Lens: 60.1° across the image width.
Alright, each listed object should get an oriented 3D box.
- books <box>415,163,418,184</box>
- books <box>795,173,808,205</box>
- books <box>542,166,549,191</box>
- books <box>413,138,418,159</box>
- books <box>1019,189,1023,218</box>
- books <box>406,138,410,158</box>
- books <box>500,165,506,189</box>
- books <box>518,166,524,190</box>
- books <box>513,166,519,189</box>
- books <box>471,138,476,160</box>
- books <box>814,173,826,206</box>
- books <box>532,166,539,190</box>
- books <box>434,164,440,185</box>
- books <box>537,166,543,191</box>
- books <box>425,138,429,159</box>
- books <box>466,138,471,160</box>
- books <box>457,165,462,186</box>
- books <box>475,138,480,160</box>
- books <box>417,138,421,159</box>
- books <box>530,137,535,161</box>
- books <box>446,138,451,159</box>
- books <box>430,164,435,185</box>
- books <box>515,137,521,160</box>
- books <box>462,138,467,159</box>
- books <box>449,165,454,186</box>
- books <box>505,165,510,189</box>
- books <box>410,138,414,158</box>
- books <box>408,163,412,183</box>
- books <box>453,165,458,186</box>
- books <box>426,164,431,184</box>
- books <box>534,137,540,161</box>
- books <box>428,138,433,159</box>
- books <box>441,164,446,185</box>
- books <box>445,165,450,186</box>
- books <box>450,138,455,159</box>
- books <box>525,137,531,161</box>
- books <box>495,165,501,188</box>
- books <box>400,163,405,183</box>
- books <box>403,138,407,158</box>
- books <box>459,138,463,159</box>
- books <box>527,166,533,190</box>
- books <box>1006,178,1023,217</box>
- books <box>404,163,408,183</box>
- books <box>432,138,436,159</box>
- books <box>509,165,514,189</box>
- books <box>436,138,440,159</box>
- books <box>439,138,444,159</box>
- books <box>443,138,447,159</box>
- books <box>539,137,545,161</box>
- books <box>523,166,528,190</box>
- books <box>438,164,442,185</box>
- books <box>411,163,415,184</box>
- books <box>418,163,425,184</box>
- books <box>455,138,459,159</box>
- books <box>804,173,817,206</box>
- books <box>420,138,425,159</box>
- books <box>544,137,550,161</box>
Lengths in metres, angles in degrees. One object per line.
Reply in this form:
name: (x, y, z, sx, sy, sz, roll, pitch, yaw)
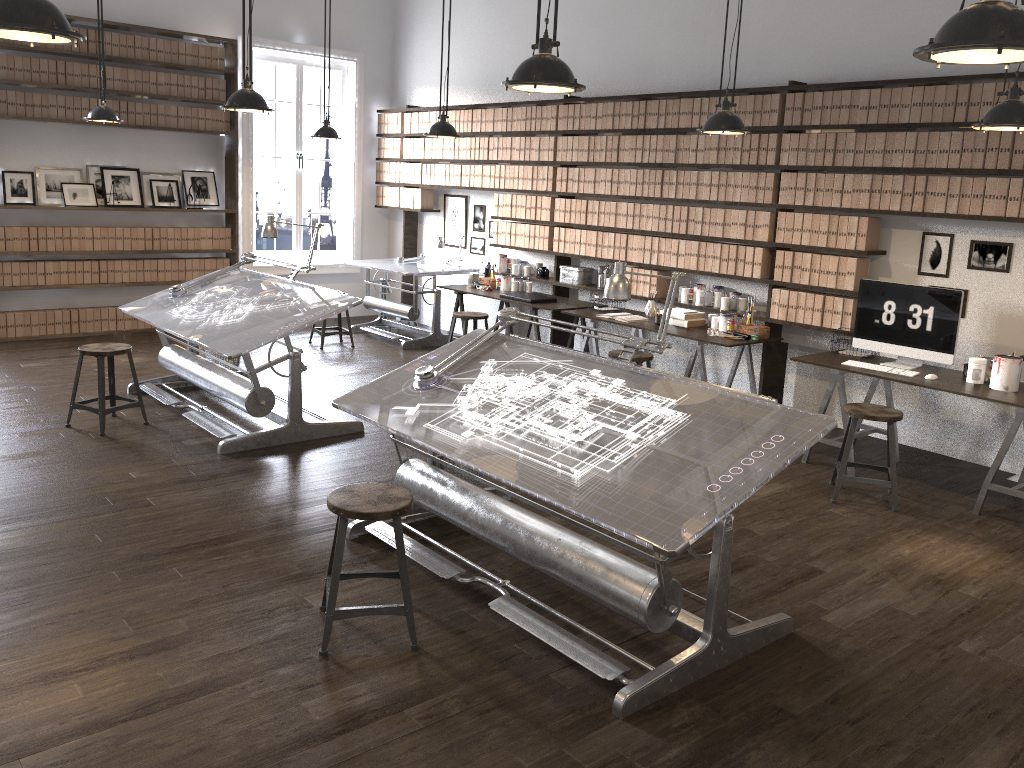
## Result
books: (-0.990, -2.338, 9.851, 0.175, 0.223, 0.067, -6, 14, -40)
books: (2.085, -1.372, 6.249, 0.175, 0.223, 0.067, -7, 14, -40)
books: (0.369, -1.912, 8.259, 0.175, 0.223, 0.067, -6, 14, -40)
books: (-1.002, -2.607, 9.834, 0.175, 0.223, 0.067, -6, 14, -40)
books: (3.033, -1.076, 5.145, 0.175, 0.223, 0.067, -6, 14, -40)
books: (-1.092, -2.634, 9.933, 0.175, 0.223, 0.067, -6, 14, -40)
books: (-0.028, -2.037, 8.725, 0.175, 0.223, 0.067, -6, 14, -40)
books: (0.153, -1.980, 8.514, 0.175, 0.223, 0.067, -7, 14, -40)
books: (0.105, -1.994, 8.567, 0.175, 0.224, 0.067, -6, 14, -40)
books: (-0.331, -2.395, 9.043, 0.175, 0.224, 0.067, -6, 14, -40)
books: (2.182, -1.345, 6.147, 0.175, 0.223, 0.067, -6, 14, -40)
books: (0.281, -1.941, 8.368, 0.175, 0.223, 0.067, -7, 14, -40)
books: (-0.748, -2.256, 9.573, 0.175, 0.223, 0.067, -6, 14, -40)
books: (0.327, -1.926, 8.314, 0.175, 0.223, 0.067, -7, 14, -40)
books: (-0.862, -2.564, 9.675, 0.175, 0.223, 0.067, -7, 14, -40)
books: (-0.377, -2.410, 9.097, 0.175, 0.223, 0.067, -7, 14, -40)
books: (-0.485, -2.172, 9.256, 0.175, 0.224, 0.067, -7, 14, -40)
books: (-0.287, -2.383, 8.998, 0.175, 0.223, 0.067, -7, 14, -40)
books: (-0.958, -2.594, 9.787, 0.175, 0.223, 0.067, -7, 14, -40)
books: (0.259, -2.213, 8.364, 0.175, 0.223, 0.067, -7, 14, -40)
books: (-0.602, -2.481, 9.365, 0.175, 0.223, 0.067, -6, 14, -40)
books: (-0.794, -2.270, 9.624, 0.175, 0.223, 0.067, -6, 14, -40)
books: (0.120, -2.255, 8.521, 0.175, 0.223, 0.067, -7, 14, -40)
books: (-0.421, -2.425, 9.153, 0.175, 0.223, 0.067, -7, 14, -40)
books: (-0.572, -2.200, 9.363, 0.175, 0.223, 0.067, -7, 14, -40)
books: (0.019, -2.023, 8.675, 0.175, 0.223, 0.067, -7, 14, -40)
books: (-1.046, -2.619, 9.879, 0.175, 0.224, 0.067, -7, 14, -40)
books: (-1.080, -2.367, 9.961, 0.175, 0.223, 0.067, -6, 14, -40)
books: (-0.528, -2.187, 9.315, 0.175, 0.223, 0.067, -6, 14, -40)
books: (-0.842, -2.284, 9.675, 0.175, 0.224, 0.067, -7, 14, -40)
books: (0.298, -2.198, 8.308, 0.175, 0.224, 0.067, -7, 14, -40)
books: (-0.820, -2.549, 9.618, 0.175, 0.223, 0.067, -7, 14, -40)
books: (-0.662, -2.227, 9.462, 0.175, 0.223, 0.067, -7, 14, -40)
books: (-0.616, -2.212, 9.408, 0.175, 0.224, 0.067, -6, 14, -40)
books: (-0.557, -2.467, 9.310, 0.175, 0.224, 0.067, -7, 14, -40)
books: (0.213, -2.227, 8.415, 0.175, 0.223, 0.067, -7, 14, -40)
books: (-0.078, -2.051, 8.778, 0.175, 0.223, 0.067, -6, 14, -40)
books: (-1.177, -2.395, 10.063, 0.175, 0.223, 0.067, -7, 14, -40)
books: (-1.136, -2.649, 9.990, 0.175, 0.223, 0.067, -6, 14, -40)
books: (-0.463, -2.439, 9.208, 0.175, 0.223, 0.067, -6, 14, -40)
books: (0.233, -1.953, 8.414, 0.175, 0.224, 0.067, -6, 14, -40)
books: (2.984, -1.091, 5.198, 0.175, 0.223, 0.067, -6, 14, -40)
books: (-1.128, -2.381, 10.011, 0.175, 0.223, 0.067, -7, 14, -40)
books: (-0.772, -2.536, 9.568, 0.175, 0.223, 0.067, -6, 14, -40)
books: (0.063, -2.009, 8.622, 0.175, 0.223, 0.067, -7, 14, -40)
books: (-0.726, -2.521, 9.515, 0.175, 0.223, 0.067, -6, 14, -40)
books: (-0.687, -2.507, 9.460, 0.175, 0.224, 0.067, -7, 14, -40)
books: (-0.641, -2.494, 9.413, 0.175, 0.223, 0.067, -6, 14, -40)
books: (0.345, -2.186, 8.260, 0.175, 0.223, 0.067, -6, 14, -40)
books: (0.194, -1.967, 8.467, 0.175, 0.223, 0.067, -7, 14, -40)
books: (-0.706, -2.242, 9.518, 0.175, 0.223, 0.067, -7, 14, -40)
books: (-1.037, -2.353, 9.908, 0.175, 0.223, 0.067, -6, 14, -40)
books: (-0.953, -2.325, 9.801, 0.175, 0.224, 0.067, -7, 14, -40)
books: (-0.509, -2.453, 9.259, 0.175, 0.223, 0.067, -6, 14, -40)
books: (2.134, -1.358, 6.197, 0.175, 0.223, 0.067, -7, 14, -40)
books: (-0.915, -2.579, 9.728, 0.175, 0.224, 0.067, -6, 14, -40)
books: (0.384, -2.173, 8.212, 0.175, 0.223, 0.067, -6, 14, -40)
